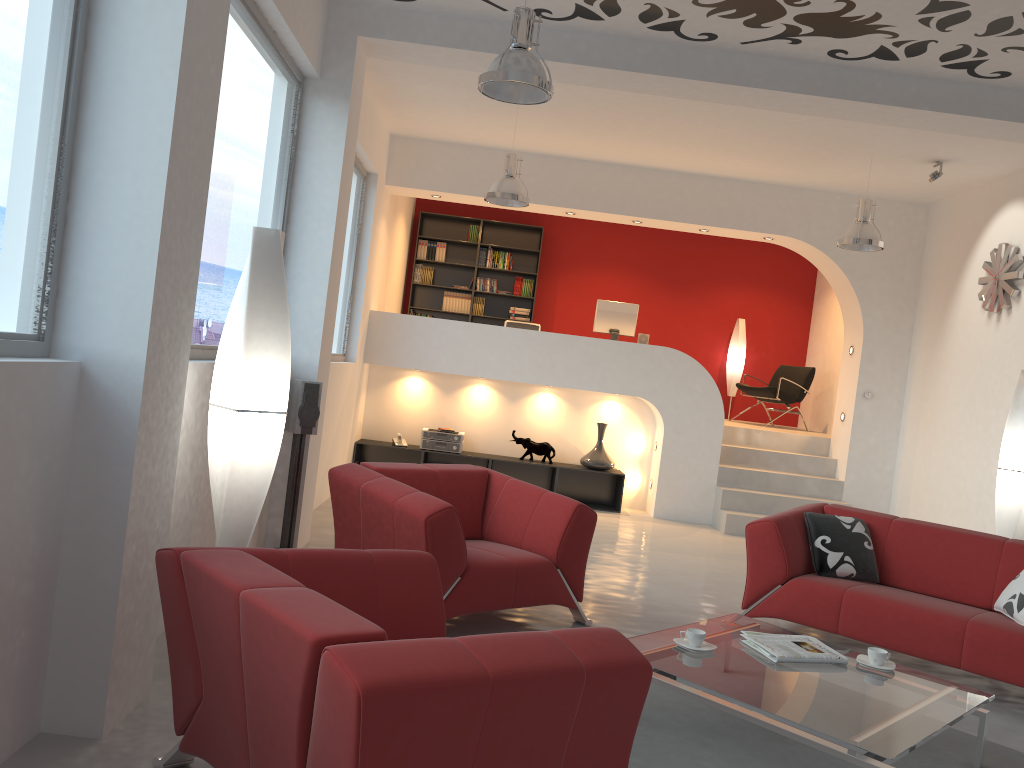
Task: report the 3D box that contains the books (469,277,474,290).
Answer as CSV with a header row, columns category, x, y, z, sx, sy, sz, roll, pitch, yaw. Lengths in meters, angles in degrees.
category,x,y,z,sx,sy,sz,roll,pitch,yaw
books,-0.542,-1.333,11.813,0.063,0.187,0.135,7,1,-1

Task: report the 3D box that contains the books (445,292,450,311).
category,x,y,z,sx,sy,sz,roll,pitch,yaw
books,-0.850,-1.089,11.793,0.040,0.260,0.200,7,1,-1

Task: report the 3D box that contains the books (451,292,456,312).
category,x,y,z,sx,sy,sz,roll,pitch,yaw
books,-0.769,-1.079,11.795,0.040,0.260,0.200,7,1,-1

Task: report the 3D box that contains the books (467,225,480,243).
category,x,y,z,sx,sy,sz,roll,pitch,yaw
books,-0.506,-1.977,11.791,0.146,0.240,0.170,7,1,-1

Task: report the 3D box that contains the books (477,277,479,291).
category,x,y,z,sx,sy,sz,roll,pitch,yaw
books,-0.452,-1.324,11.815,0.031,0.190,0.135,7,1,-1

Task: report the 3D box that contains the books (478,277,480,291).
category,x,y,z,sx,sy,sz,roll,pitch,yaw
books,-0.437,-1.322,11.816,0.031,0.190,0.135,7,1,-1

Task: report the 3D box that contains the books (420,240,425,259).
category,x,y,z,sx,sy,sz,roll,pitch,yaw
books,-1.185,-1.768,11.770,0.040,0.260,0.200,7,1,-1

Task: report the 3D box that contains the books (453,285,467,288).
category,x,y,z,sx,sy,sz,roll,pitch,yaw
books,-0.691,-1.295,11.811,0.190,0.015,0.135,7,1,-1

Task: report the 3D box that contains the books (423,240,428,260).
category,x,y,z,sx,sy,sz,roll,pitch,yaw
books,-1.145,-1.763,11.771,0.040,0.260,0.200,7,1,-1

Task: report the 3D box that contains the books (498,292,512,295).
category,x,y,z,sx,sy,sz,roll,pitch,yaw
books,-0.090,-1.206,11.825,0.190,0.015,0.135,7,1,-1

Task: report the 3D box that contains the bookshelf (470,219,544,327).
category,x,y,z,sx,sy,sz,roll,pitch,yaw
bookshelf,-0.123,-1.012,11.777,0.816,2.213,0.305,7,1,-1

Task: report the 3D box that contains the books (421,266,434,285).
category,x,y,z,sx,sy,sz,roll,pitch,yaw
books,-1.123,-1.431,11.791,0.146,0.240,0.170,7,1,-1

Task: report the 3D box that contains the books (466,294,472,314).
category,x,y,z,sx,sy,sz,roll,pitch,yaw
books,-0.568,-1.055,11.799,0.040,0.260,0.200,7,1,-1

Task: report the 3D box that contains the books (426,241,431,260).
category,x,y,z,sx,sy,sz,roll,pitch,yaw
books,-1.104,-1.758,11.772,0.040,0.260,0.200,7,1,-1

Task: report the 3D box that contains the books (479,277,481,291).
category,x,y,z,sx,sy,sz,roll,pitch,yaw
books,-0.422,-1.320,11.816,0.031,0.190,0.135,7,1,-1

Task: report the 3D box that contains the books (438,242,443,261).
category,x,y,z,sx,sy,sz,roll,pitch,yaw
books,-0.943,-1.738,11.776,0.040,0.260,0.200,7,1,-1

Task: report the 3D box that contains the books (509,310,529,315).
category,x,y,z,sx,sy,sz,roll,pitch,yaw
books,0.093,-0.943,11.798,0.260,0.040,0.200,7,1,-2

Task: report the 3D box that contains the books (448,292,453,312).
category,x,y,z,sx,sy,sz,roll,pitch,yaw
books,-0.810,-1.084,11.794,0.040,0.260,0.200,7,1,-1

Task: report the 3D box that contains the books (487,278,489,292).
category,x,y,z,sx,sy,sz,roll,pitch,yaw
books,-0.318,-1.307,11.818,0.031,0.190,0.135,7,1,-1

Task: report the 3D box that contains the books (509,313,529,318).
category,x,y,z,sx,sy,sz,roll,pitch,yaw
books,0.092,-0.903,11.800,0.260,0.040,0.200,7,1,-1

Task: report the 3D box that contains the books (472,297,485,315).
category,x,y,z,sx,sy,sz,roll,pitch,yaw
books,-0.444,-1.030,11.814,0.146,0.240,0.170,7,1,-1

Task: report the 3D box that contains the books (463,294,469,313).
category,x,y,z,sx,sy,sz,roll,pitch,yaw
books,-0.608,-1.060,11.798,0.040,0.260,0.200,7,1,-1

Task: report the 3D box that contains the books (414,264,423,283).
category,x,y,z,sx,sy,sz,roll,pitch,yaw
books,-1.242,-1.454,11.789,0.090,0.256,0.181,7,1,-1

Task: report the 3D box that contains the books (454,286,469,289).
category,x,y,z,sx,sy,sz,roll,pitch,yaw
books,-0.674,-1.278,11.812,0.190,0.015,0.135,7,1,-1

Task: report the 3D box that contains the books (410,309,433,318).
category,x,y,z,sx,sy,sz,roll,pitch,yaw
books,-1.194,-0.826,11.781,0.341,0.286,0.231,7,1,-1

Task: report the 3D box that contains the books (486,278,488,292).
category,x,y,z,sx,sy,sz,roll,pitch,yaw
books,-0.333,-1.309,11.818,0.031,0.190,0.135,7,1,-1

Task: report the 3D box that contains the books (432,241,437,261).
category,x,y,z,sx,sy,sz,roll,pitch,yaw
books,-1.024,-1.748,11.774,0.040,0.260,0.200,7,1,-1

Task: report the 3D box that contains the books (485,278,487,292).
category,x,y,z,sx,sy,sz,roll,pitch,yaw
books,-0.348,-1.311,11.818,0.031,0.190,0.135,7,1,-1

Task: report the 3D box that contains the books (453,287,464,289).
category,x,y,z,sx,sy,sz,roll,pitch,yaw
books,-0.684,-1.264,11.812,0.190,0.015,0.135,7,1,-1

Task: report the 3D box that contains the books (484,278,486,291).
category,x,y,z,sx,sy,sz,roll,pitch,yaw
books,-0.362,-1.313,11.817,0.031,0.190,0.135,7,1,-1

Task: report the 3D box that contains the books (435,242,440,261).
category,x,y,z,sx,sy,sz,roll,pitch,yaw
books,-0.983,-1.743,11.775,0.040,0.260,0.200,7,1,-1

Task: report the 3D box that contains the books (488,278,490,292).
category,x,y,z,sx,sy,sz,roll,pitch,yaw
books,-0.303,-1.306,11.819,0.031,0.190,0.135,7,1,-1

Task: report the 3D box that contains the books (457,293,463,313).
category,x,y,z,sx,sy,sz,roll,pitch,yaw
books,-0.689,-1.070,11.796,0.040,0.260,0.200,7,1,-1

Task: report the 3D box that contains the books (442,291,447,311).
category,x,y,z,sx,sy,sz,roll,pitch,yaw
books,-0.890,-1.094,11.792,0.040,0.260,0.200,7,1,-1

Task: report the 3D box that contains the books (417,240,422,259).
category,x,y,z,sx,sy,sz,roll,pitch,yaw
books,-1.225,-1.772,11.770,0.040,0.260,0.200,7,1,-1

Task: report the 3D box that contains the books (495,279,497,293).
category,x,y,z,sx,sy,sz,roll,pitch,yaw
books,-0.214,-1.295,11.821,0.031,0.190,0.135,7,1,-1

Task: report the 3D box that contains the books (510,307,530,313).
category,x,y,z,sx,sy,sz,roll,pitch,yaw
books,0.108,-0.981,11.789,0.260,0.040,0.200,7,1,-1

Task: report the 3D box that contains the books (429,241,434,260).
category,x,y,z,sx,sy,sz,roll,pitch,yaw
books,-1.064,-1.753,11.773,0.040,0.260,0.200,7,1,-1

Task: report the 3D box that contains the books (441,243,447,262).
category,x,y,z,sx,sy,sz,roll,pitch,yaw
books,-0.903,-1.733,11.777,0.040,0.260,0.200,7,1,-1

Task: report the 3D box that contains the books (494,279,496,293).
category,x,y,z,sx,sy,sz,roll,pitch,yaw
books,-0.228,-1.296,11.820,0.031,0.190,0.135,7,1,-1

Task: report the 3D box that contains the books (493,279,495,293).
category,x,y,z,sx,sy,sz,roll,pitch,yaw
books,-0.243,-1.298,11.820,0.031,0.190,0.135,7,1,-1

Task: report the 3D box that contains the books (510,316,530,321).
category,x,y,z,sx,sy,sz,roll,pitch,yaw
books,0.106,-0.861,11.805,0.260,0.040,0.200,7,1,0

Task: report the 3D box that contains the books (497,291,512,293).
category,x,y,z,sx,sy,sz,roll,pitch,yaw
books,-0.098,-1.222,11.825,0.190,0.015,0.135,7,1,4

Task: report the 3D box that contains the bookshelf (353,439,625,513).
category,x,y,z,sx,sy,sz,roll,pitch,yaw
bookshelf,-0.243,0.948,9.213,2.764,0.397,0.405,7,1,-1

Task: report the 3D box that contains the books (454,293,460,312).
category,x,y,z,sx,sy,sz,roll,pitch,yaw
books,-0.729,-1.075,11.795,0.040,0.260,0.200,7,1,-1

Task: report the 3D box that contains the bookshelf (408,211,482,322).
category,x,y,z,sx,sy,sz,roll,pitch,yaw
bookshelf,-0.933,-1.112,11.758,0.816,2.213,0.305,7,1,-1

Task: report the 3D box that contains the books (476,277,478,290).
category,x,y,z,sx,sy,sz,roll,pitch,yaw
books,-0.467,-1.326,11.815,0.031,0.190,0.135,7,1,-1

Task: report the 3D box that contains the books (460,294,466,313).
category,x,y,z,sx,sy,sz,roll,pitch,yaw
books,-0.648,-1.065,11.797,0.040,0.260,0.200,7,1,-1
